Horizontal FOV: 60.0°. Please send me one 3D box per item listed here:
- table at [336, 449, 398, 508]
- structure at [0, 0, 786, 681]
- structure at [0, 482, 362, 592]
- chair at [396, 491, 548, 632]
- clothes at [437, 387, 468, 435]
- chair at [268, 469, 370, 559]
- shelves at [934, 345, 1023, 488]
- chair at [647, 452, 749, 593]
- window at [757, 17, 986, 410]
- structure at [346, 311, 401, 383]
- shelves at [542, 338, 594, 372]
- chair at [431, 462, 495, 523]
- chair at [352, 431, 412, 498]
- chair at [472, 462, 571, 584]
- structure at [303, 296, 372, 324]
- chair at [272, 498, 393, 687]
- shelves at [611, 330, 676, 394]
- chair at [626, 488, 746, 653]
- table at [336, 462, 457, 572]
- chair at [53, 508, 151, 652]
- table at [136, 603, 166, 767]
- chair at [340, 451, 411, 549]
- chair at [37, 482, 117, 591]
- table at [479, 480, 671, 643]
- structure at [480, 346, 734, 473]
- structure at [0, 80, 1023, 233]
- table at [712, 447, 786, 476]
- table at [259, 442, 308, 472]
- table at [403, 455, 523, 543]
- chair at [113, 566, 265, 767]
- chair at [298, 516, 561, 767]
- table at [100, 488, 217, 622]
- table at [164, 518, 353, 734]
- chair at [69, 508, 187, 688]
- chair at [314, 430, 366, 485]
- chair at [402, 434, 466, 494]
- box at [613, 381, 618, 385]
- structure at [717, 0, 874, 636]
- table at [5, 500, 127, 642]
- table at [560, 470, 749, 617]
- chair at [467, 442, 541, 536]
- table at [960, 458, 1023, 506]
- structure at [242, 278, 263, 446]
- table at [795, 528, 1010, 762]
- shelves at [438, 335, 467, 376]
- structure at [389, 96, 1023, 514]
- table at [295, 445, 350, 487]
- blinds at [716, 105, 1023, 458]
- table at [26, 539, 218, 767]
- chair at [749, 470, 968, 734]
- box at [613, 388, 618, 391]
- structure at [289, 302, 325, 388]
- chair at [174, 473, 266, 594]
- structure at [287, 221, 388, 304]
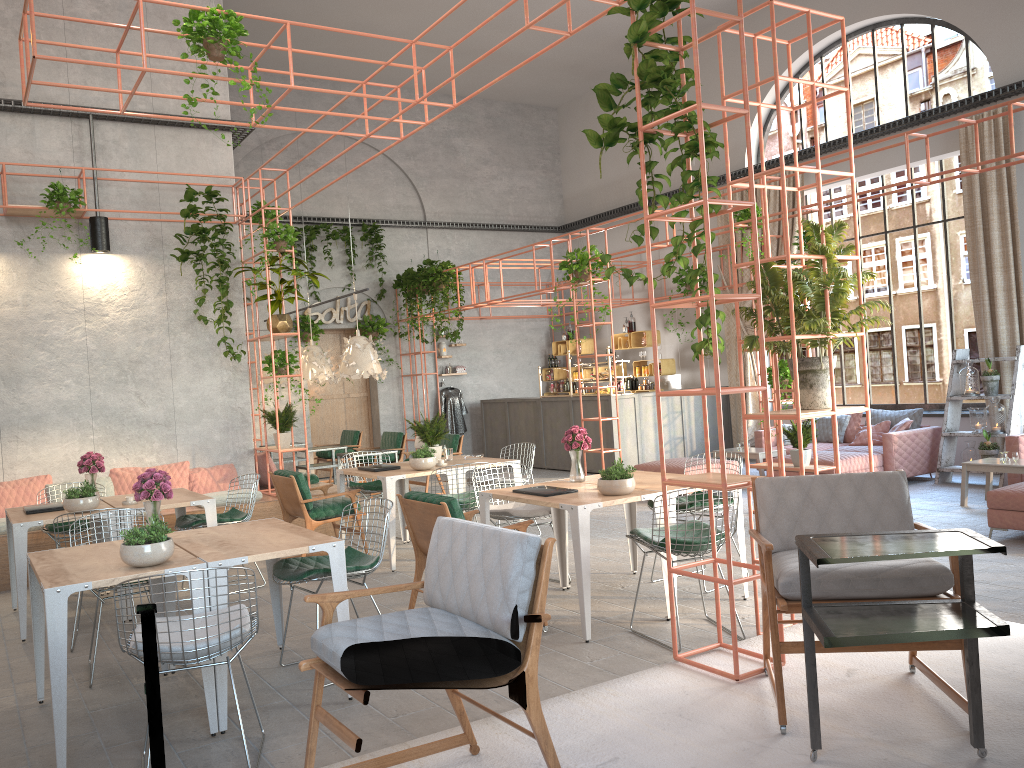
[{"bbox_3d":[-1.854,1.280,11.508,0.635,0.798,0.602,-4,0,-32],"label":"table"},{"bbox_3d":[-4.106,-0.539,8.945,4.501,4.345,14.096,-4,0,-33],"label":"structure"},{"bbox_3d":[-5.083,1.646,11.242,4.386,0.500,5.831,-4,0,-32],"label":"structure"},{"bbox_3d":[-0.277,1.138,5.719,0.685,0.917,0.722,-4,0,-32],"label":"chair"},{"bbox_3d":[-1.142,0.554,17.257,0.366,0.997,0.625,-4,0,38],"label":"clothes"},{"bbox_3d":[-1.763,1.223,8.072,0.685,0.917,0.722,-4,0,-32],"label":"chair"},{"bbox_3d":[5.652,0.373,10.632,0.856,1.618,0.842,-4,0,-32],"label":"shelves"},{"bbox_3d":[1.394,1.014,6.672,0.717,0.941,0.565,-4,0,-36],"label":"chair"},{"bbox_3d":[5.245,-2.384,12.924,0.089,5.538,4.127,-4,0,-32],"label":"window"},{"bbox_3d":[-2.674,-0.752,16.588,0.950,1.527,0.921,-4,0,-34],"label":"structure"},{"bbox_3d":[1.251,0.040,17.725,0.328,1.838,1.750,-4,0,-32],"label":"shelves"},{"bbox_3d":[-0.442,1.131,7.706,0.565,0.941,0.717,-4,0,-16],"label":"chair"},{"bbox_3d":[-2.002,1.209,13.495,0.685,0.930,0.722,-4,0,-32],"label":"chair"},{"bbox_3d":[0.056,1.103,6.924,0.565,0.941,0.717,-4,0,-31],"label":"chair"},{"bbox_3d":[-3.181,-1.348,16.180,1.312,0.505,0.063,-4,0,-32],"label":"structure"},{"bbox_3d":[-1.036,1.188,5.210,0.717,0.941,0.565,-4,0,-36],"label":"chair"},{"bbox_3d":[2.266,-0.018,16.096,0.328,1.838,1.750,-4,0,-32],"label":"shelves"},{"bbox_3d":[1.044,1.046,5.353,0.565,0.941,0.717,-4,0,-16],"label":"chair"},{"bbox_3d":[-1.092,1.216,8.371,0.694,0.830,1.205,-4,0,-32],"label":"table"},{"bbox_3d":[-2.831,1.303,6.212,0.565,0.941,0.717,-4,0,-16],"label":"chair"},{"bbox_3d":[-1.212,1.094,2.379,0.635,0.798,0.602,-4,0,-32],"label":"table"},{"bbox_3d":[-1.430,1.188,9.277,0.565,0.941,0.717,-4,0,-31],"label":"chair"},{"bbox_3d":[-3.819,1.359,7.783,0.565,0.941,0.717,-4,0,-31],"label":"chair"},{"bbox_3d":[0.395,1.143,6.018,0.694,0.830,1.205,-4,0,-32],"label":"table"},{"bbox_3d":[1.563,0.396,16.110,2.579,2.022,4.057,-4,0,-32],"label":"structure"},{"bbox_3d":[-1.333,-3.036,8.550,15.603,0.110,15.203,-4,0,-32],"label":"structure"},{"bbox_3d":[3.181,1.107,11.863,0.520,0.455,0.916,-4,0,-32],"label":"table"},{"bbox_3d":[-3.709,1.386,14.486,0.635,0.798,0.602,-4,0,-32],"label":"table"},{"bbox_3d":[-0.504,1.173,8.743,0.694,0.830,1.214,-4,0,-32],"label":"table"},{"bbox_3d":[-1.386,1.221,3.891,0.565,0.941,0.717,-4,0,-16],"label":"chair"},{"bbox_3d":[-0.282,0.964,2.952,0.685,0.929,0.722,-4,0,-32],"label":"chair"},{"bbox_3d":[-2.894,1.345,7.249,0.694,0.830,1.214,-4,0,-32],"label":"table"},{"bbox_3d":[-1.450,1.263,4.927,0.694,0.830,1.214,-4,0,-32],"label":"table"},{"bbox_3d":[-2.374,1.277,5.463,0.565,0.941,0.717,-4,0,-31],"label":"chair"},{"bbox_3d":[-2.917,1.261,14.966,0.685,0.930,0.722,-4,0,-32],"label":"chair"},{"bbox_3d":[-1.066,1.156,11.993,0.685,0.929,0.722,-4,0,-32],"label":"chair"},{"bbox_3d":[1.938,-0.011,16.475,0.058,0.093,0.122,-4,0,-21],"label":"box"},{"bbox_3d":[1.693,-0.327,5.207,0.624,3.602,0.424,-4,0,-32],"label":"structure"},{"bbox_3d":[-3.481,1.387,6.877,0.694,0.830,1.205,-4,0,-32],"label":"table"},{"bbox_3d":[0.982,1.101,6.390,0.694,0.830,1.214,-4,0,-32],"label":"table"},{"bbox_3d":[-0.092,1.099,9.024,0.717,0.941,0.565,-4,0,-36],"label":"chair"},{"bbox_3d":[5.049,1.004,8.863,0.520,0.455,0.916,-4,0,-32],"label":"table"},{"bbox_3d":[-4.643,0.038,14.944,0.630,3.597,0.430,-4,0,-32],"label":"structure"},{"bbox_3d":[1.285,0.922,2.817,0.602,0.798,0.635,-4,0,8],"label":"table"},{"bbox_3d":[-1.165,-0.562,17.281,0.560,0.790,0.186,-4,0,-32],"label":"shelves"},{"bbox_3d":[3.162,-0.490,11.592,4.157,4.247,14.689,-4,0,-32],"label":"structure"},{"bbox_3d":[-2.782,1.333,12.997,0.635,0.798,0.602,-4,0,-32],"label":"table"},{"bbox_3d":[4.821,-1.114,12.752,0.414,4.389,4.957,-4,0,-31],"label":"blinds"},{"bbox_3d":[-2.036,1.305,4.556,0.694,0.830,1.205,-4,0,-32],"label":"table"},{"bbox_3d":[1.393,0.854,3.659,0.722,0.914,0.685,-4,0,8],"label":"chair"},{"bbox_3d":[1.912,0.084,16.452,0.058,0.093,0.122,-4,0,-32],"label":"box"},{"bbox_3d":[-3.771,-0.693,15.853,0.921,1.527,0.950,-4,0,1],"label":"structure"},{"bbox_3d":[-2.481,1.270,7.531,0.717,0.941,0.565,-4,0,-36],"label":"chair"},{"bbox_3d":[-3.177,-2.188,16.087,1.939,1.514,0.856,-4,0,-38],"label":"structure"}]
